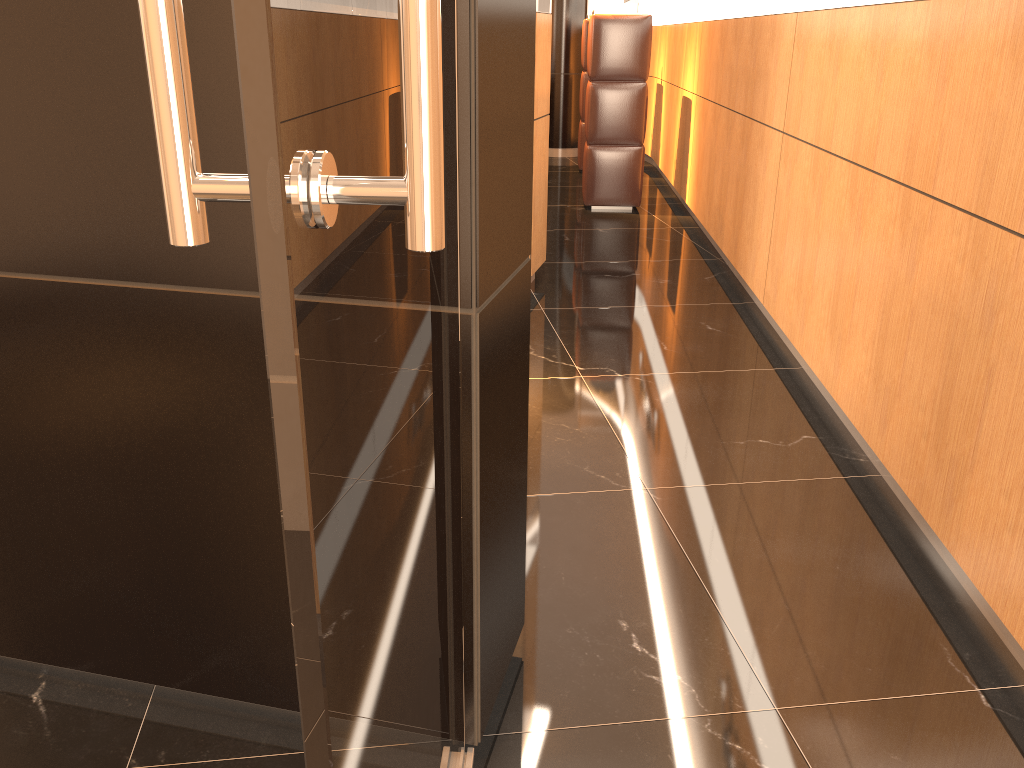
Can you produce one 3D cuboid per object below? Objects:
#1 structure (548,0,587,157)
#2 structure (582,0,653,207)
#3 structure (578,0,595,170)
[{"bbox_3d":[0.596,-4.390,10.148,0.613,3.430,0.613,3,22,6],"label":"structure"},{"bbox_3d":[0.850,-2.459,7.160,0.498,1.968,0.484,1,21,2],"label":"structure"},{"bbox_3d":[0.954,-3.205,9.102,0.498,2.000,0.484,1,21,2],"label":"structure"}]
